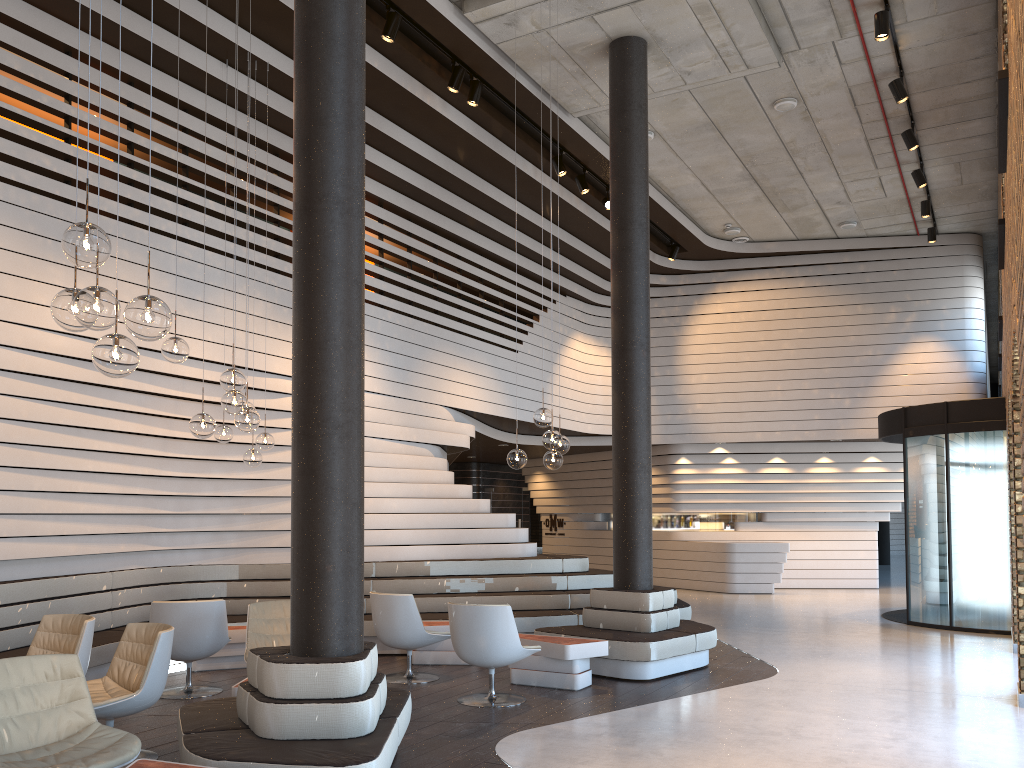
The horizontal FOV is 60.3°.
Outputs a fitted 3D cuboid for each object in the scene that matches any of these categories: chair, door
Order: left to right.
[{"bbox_3d":[-3.048,1.885,5.611,0.662,0.762,0.710,-4,-6,36],"label":"chair"},{"bbox_3d":[-2.061,1.628,3.909,0.716,0.762,0.657,-4,-6,32],"label":"chair"},{"bbox_3d":[-2.346,1.809,5.122,0.708,0.762,0.663,4,-7,-41],"label":"chair"},{"bbox_3d":[-2.617,2.111,7.145,0.655,0.762,0.718,1,-5,-17],"label":"chair"},{"bbox_3d":[-1.655,2.019,6.546,0.654,0.762,0.718,2,-6,-21],"label":"chair"},{"bbox_3d":[-0.890,2.191,7.726,0.709,0.762,0.663,5,-7,-45],"label":"chair"},{"bbox_3d":[-0.153,2.051,6.804,0.661,0.762,0.711,-3,-6,30],"label":"chair"},{"bbox_3d":[0.090,3.207,21.072,1.786,2.686,0.079,-3,-4,34],"label":"door"},{"bbox_3d":[6.604,1.767,11.649,3.230,2.835,3.252,-4,-7,36],"label":"door"}]

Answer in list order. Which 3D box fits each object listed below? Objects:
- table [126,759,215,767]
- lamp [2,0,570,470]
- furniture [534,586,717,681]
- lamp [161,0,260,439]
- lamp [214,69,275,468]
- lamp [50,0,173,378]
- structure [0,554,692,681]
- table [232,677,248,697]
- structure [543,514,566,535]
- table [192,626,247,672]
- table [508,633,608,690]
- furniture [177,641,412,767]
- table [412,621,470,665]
[{"bbox_3d":[-1.265,1.757,3.469,0.910,0.368,0.415,-3,-6,22],"label":"table"},{"bbox_3d":[1.613,-0.791,12.810,9.098,4.583,41.994,-4,-9,28],"label":"lamp"},{"bbox_3d":[1.204,2.268,8.140,1.766,0.718,1.290,3,-8,-25],"label":"furniture"},{"bbox_3d":[-1.960,-2.001,5.813,0.312,4.714,0.660,-2,-3,37],"label":"lamp"},{"bbox_3d":[-2.408,-1.598,7.954,0.531,4.687,0.335,0,-2,-9],"label":"lamp"},{"bbox_3d":[-1.537,-2.353,3.397,0.546,4.648,0.294,-1,-2,14],"label":"lamp"},{"bbox_3d":[-3.716,1.673,4.708,5.809,0.921,18.262,-4,-9,25],"label":"structure"},{"bbox_3d":[-1.383,2.099,5.763,0.903,0.368,0.418,3,-7,-23],"label":"table"},{"bbox_3d":[0.954,3.181,19.930,0.017,0.466,0.810,1,-7,-35],"label":"structure"},{"bbox_3d":[-2.690,2.482,8.311,0.903,0.368,0.418,3,-7,-23],"label":"table"},{"bbox_3d":[0.319,2.340,7.425,0.913,0.368,0.414,-5,-7,31],"label":"table"},{"bbox_3d":[-1.231,1.758,4.648,1.274,0.717,1.789,0,-8,0],"label":"furniture"},{"bbox_3d":[-0.627,2.508,8.538,0.906,0.368,0.417,0,-6,2],"label":"table"}]
